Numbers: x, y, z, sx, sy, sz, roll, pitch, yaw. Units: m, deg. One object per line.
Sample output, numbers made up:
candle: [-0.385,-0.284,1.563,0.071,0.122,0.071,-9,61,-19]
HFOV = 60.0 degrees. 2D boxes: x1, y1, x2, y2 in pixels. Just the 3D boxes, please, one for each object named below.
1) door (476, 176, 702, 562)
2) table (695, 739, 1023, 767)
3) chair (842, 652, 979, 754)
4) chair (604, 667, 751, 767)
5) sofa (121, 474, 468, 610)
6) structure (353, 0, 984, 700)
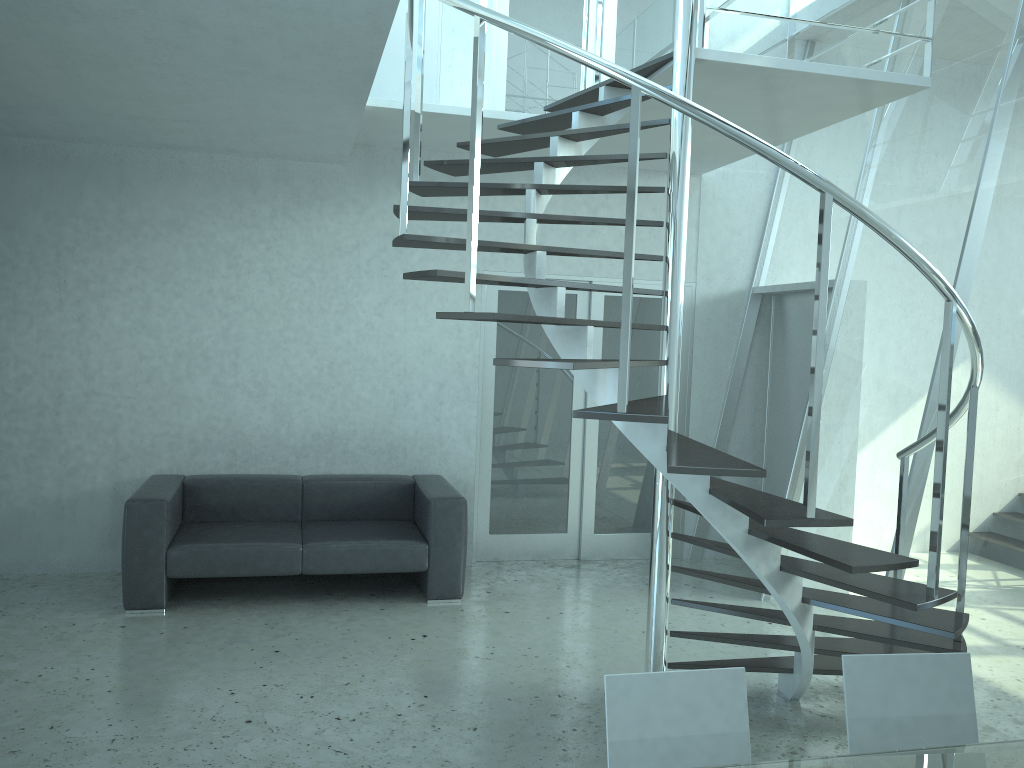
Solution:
door: [0.958,-0.080,7.225,1.162,3.200,2.576,4,3,34]
table: [0.839,1.244,1.575,2.100,0.720,1.000,1,3,-14]
chair: [1.064,1.156,2.131,0.413,0.857,0.492,2,3,-9]
chair: [0.441,1.141,1.947,0.410,0.857,0.492,1,3,-14]
sofa: [-1.353,0.963,5.702,2.025,0.652,0.943,1,3,-14]
structure: [0.572,-0.641,4.633,2.655,4.156,3.780,1,3,-14]
